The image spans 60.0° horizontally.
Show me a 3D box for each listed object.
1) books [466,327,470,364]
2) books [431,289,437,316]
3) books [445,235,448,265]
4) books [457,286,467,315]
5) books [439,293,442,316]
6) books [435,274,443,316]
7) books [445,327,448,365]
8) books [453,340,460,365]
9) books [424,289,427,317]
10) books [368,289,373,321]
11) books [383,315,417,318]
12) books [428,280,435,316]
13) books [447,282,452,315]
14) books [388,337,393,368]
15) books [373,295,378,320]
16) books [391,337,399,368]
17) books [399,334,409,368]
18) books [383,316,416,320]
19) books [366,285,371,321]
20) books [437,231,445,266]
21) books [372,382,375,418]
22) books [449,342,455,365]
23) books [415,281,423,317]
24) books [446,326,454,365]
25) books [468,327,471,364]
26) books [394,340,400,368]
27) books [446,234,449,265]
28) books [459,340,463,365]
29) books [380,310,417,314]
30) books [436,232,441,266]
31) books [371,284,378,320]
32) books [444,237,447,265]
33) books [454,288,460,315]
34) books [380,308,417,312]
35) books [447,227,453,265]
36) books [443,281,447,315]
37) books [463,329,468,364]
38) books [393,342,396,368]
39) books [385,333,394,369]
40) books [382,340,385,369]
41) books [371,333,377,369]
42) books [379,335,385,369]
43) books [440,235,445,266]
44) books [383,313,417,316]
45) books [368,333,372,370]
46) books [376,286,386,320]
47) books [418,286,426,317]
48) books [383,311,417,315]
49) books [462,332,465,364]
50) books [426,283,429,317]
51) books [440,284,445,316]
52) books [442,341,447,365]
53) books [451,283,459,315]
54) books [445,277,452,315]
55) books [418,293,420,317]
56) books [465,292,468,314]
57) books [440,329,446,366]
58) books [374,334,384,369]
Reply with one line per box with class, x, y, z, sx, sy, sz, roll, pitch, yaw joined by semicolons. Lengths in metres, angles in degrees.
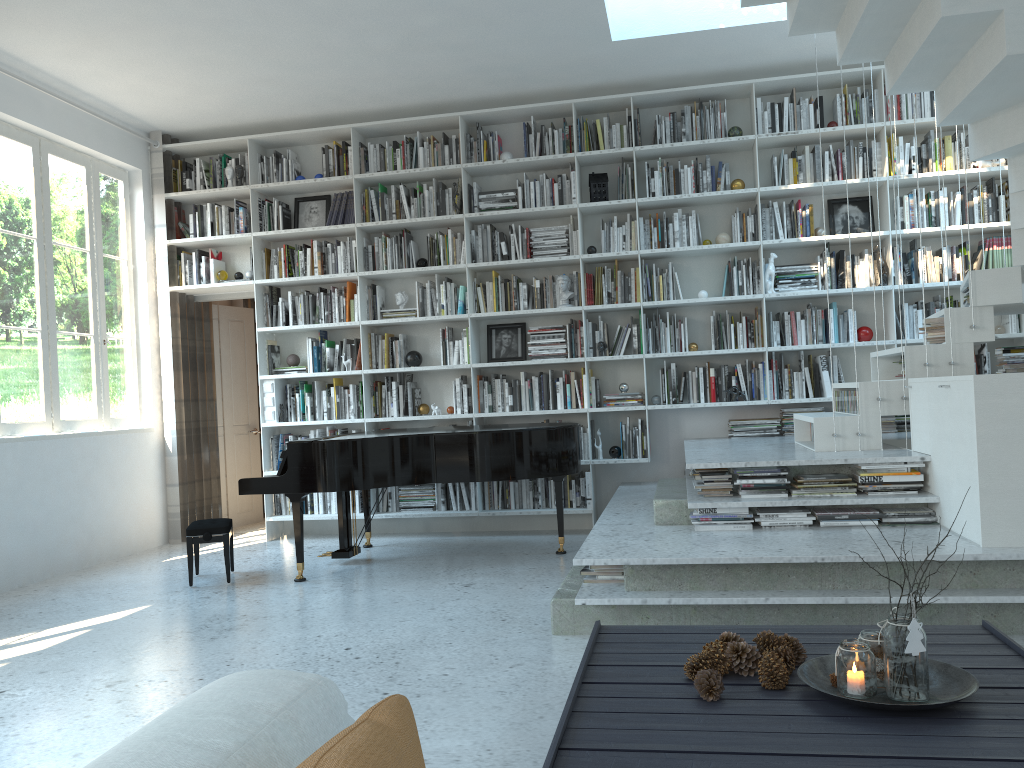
books;-0.314;-0.283;6.706;0.011;0.279;0.187;-3;0;11
books;-0.573;-0.610;6.773;0.048;0.225;0.149;-3;0;11
books;-0.480;-0.999;6.748;0.017;0.253;0.139;-3;0;11
books;-0.369;-0.622;6.718;0.060;0.227;0.179;-3;-1;11
books;-0.525;-0.594;6.770;0.025;0.189;0.140;-3;0;11
books;-0.549;-0.664;6.759;0.010;0.329;0.173;-3;0;11
books;-0.480;-0.280;6.759;0.011;0.291;0.156;-3;0;11
books;-0.405;-0.233;6.733;0.057;0.188;0.156;-3;-1;11
books;-0.640;-0.607;6.796;0.024;0.227;0.137;-3;0;11
books;-1.077;-0.600;6.865;0.024;0.257;0.134;-3;0;11
books;-0.849;-0.514;6.819;0.254;0.012;0.161;-3;-1;7
books;-0.607;-0.639;6.763;0.012;0.286;0.167;-3;0;11
books;-0.457;-0.634;6.737;0.023;0.260;0.170;-3;0;11
books;-0.916;-0.234;6.834;0.014;0.244;0.153;-3;0;11
books;-1.035;-0.578;6.864;0.034;0.209;0.136;-3;0;11
books;-0.892;-0.237;6.846;0.028;0.247;0.142;-3;0;11
books;-0.829;-0.249;6.825;0.028;0.266;0.144;-3;0;11
books;-0.847;-0.501;6.828;0.254;0.012;0.161;-3;-1;11
books;-1.094;-0.613;6.874;0.012;0.285;0.159;-3;0;11
books;-0.526;-1.014;6.767;0.033;0.287;0.155;-3;0;11
books;-1.045;0.124;6.867;0.013;0.275;0.147;-3;0;11
books;-0.445;-0.227;6.756;0.030;0.183;0.154;-3;-1;11
books;-0.703;-0.634;6.784;0.012;0.285;0.159;-3;0;11
books;-0.469;-0.284;6.753;0.012;0.298;0.166;-3;0;11
books;-0.297;-0.285;6.706;0.021;0.281;0.162;-3;0;11
books;-0.858;-0.223;6.816;0.028;0.216;0.175;-3;-1;11
books;-0.466;-1.000;6.739;0.006;0.253;0.180;-3;0;11
books;-0.365;-0.234;6.730;0.024;0.188;0.172;-3;-1;11
books;-0.850;-0.550;6.824;0.285;0.012;0.159;-3;-1;13
books;-0.546;-1.007;6.760;0.005;0.275;0.157;-3;0;11
books;-1.057;-0.621;6.880;0.011;0.298;0.135;-3;0;11
books;-0.491;-0.989;6.763;0.011;0.236;0.130;-3;0;11
books;-0.406;-0.616;6.749;0.026;0.219;0.150;-3;0;11
books;-0.852;-0.562;6.819;0.285;0.012;0.159;-3;-1;7
books;-0.461;-1.025;6.740;0.006;0.303;0.165;-3;0;11
books;-0.487;-0.635;6.733;0.012;0.265;0.193;-3;0;11
books;-0.330;-0.277;6.719;0.027;0.269;0.178;-3;0;11
books;-0.876;-0.218;6.823;0.011;0.208;0.180;-3;-1;11
books;-0.941;-0.248;6.818;0.026;0.274;0.190;-3;0;11
books;-0.961;-0.224;6.843;0.025;0.228;0.153;-3;0;11
books;-1.048;-0.247;6.858;0.025;0.284;0.145;-3;0;11
books;-0.993;-0.240;6.845;0.036;0.263;0.166;-3;0;11
books;-0.509;-0.993;6.729;0.013;0.244;0.188;-3;-1;11
books;-0.850;-0.526;6.817;0.254;0.012;0.161;-3;-1;6
books;-1.076;-0.246;6.873;0.012;0.285;0.159;-3;0;11
books;-1.011;-0.614;6.854;0.021;0.278;0.136;-3;0;11
books;-0.672;-0.616;6.773;0.030;0.247;0.174;-3;0;11
books;-0.850;-0.538;6.822;0.254;0.012;0.161;-3;-1;8
books;-0.350;-0.264;6.716;0.012;0.244;0.171;-3;0;11
books;-0.621;-0.629;6.777;0.022;0.267;0.151;-3;0;11
books;-0.504;-0.625;6.747;0.028;0.247;0.170;-3;0;11
books;-0.497;-0.227;6.751;0.025;0.186;0.154;-3;-1;11
books;-0.431;-0.633;6.753;0.022;0.256;0.152;-3;0;11
books;-0.475;-0.653;6.740;0.011;0.301;0.178;-3;0;11
books;-0.688;-0.607;6.795;0.010;0.232;0.154;-3;0;11
books;-0.321;-0.601;6.727;0.027;0.181;0.142;-3;-1;11
books;-0.517;-0.275;6.758;0.012;0.285;0.159;-3;0;11
books;-1.022;-0.244;6.858;0.026;0.275;0.154;-3;0;11
